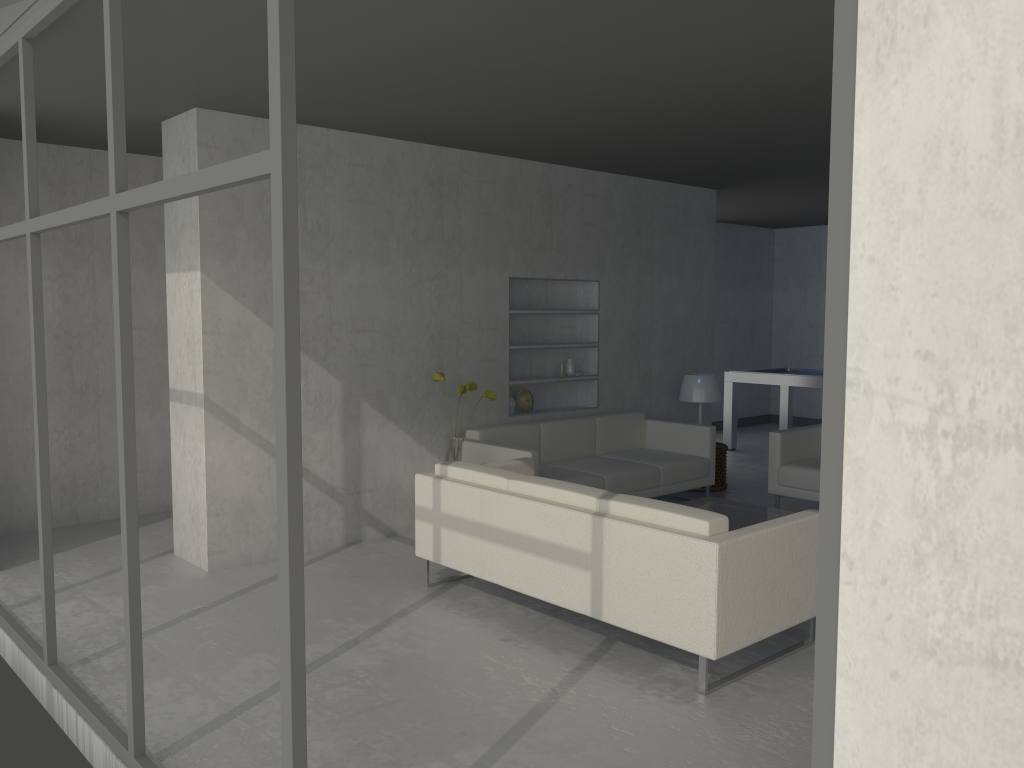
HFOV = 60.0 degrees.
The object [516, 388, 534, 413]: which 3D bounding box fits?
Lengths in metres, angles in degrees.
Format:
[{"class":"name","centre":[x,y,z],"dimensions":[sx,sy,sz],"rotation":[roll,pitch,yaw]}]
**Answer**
[{"class":"object","centre":[0.116,0.122,6.531],"dimensions":[0.088,0.179,0.163],"rotation":[4,6,38]}]

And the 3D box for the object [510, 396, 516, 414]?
[{"class":"object","centre":[-0.013,0.155,6.454],"dimensions":[0.086,0.128,0.086],"rotation":[-3,5,-31]}]

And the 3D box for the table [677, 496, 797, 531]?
[{"class":"table","centre":[1.320,0.896,5.477],"dimensions":[0.730,0.190,0.773],"rotation":[-4,6,-42]}]

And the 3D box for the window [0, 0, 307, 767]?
[{"class":"window","centre":[-1.825,-0.091,3.402],"dimensions":[0.037,2.477,4.080],"rotation":[-4,6,-42]}]

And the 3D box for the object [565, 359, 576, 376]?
[{"class":"object","centre":[0.451,-0.129,6.839],"dimensions":[0.079,0.130,0.079],"rotation":[-4,6,-44]}]

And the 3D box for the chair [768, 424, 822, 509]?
[{"class":"chair","centre":[2.344,0.601,6.235],"dimensions":[0.821,0.662,0.748],"rotation":[-4,6,-42]}]

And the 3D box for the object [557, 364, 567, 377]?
[{"class":"object","centre":[0.384,-0.106,6.788],"dimensions":[0.074,0.094,0.074],"rotation":[1,5,12]}]

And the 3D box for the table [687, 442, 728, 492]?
[{"class":"table","centre":[1.537,0.671,7.273],"dimensions":[0.452,0.358,0.452],"rotation":[2,5,23]}]

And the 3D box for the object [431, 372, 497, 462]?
[{"class":"object","centre":[-0.280,0.457,5.558],"dimensions":[0.400,1.051,0.387],"rotation":[-1,5,-14]}]

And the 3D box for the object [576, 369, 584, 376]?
[{"class":"object","centre":[0.522,-0.087,6.830],"dimensions":[0.064,0.050,0.064],"rotation":[-3,6,-36]}]

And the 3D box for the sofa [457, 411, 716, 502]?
[{"class":"sofa","centre":[0.552,0.597,6.253],"dimensions":[1.881,0.658,0.821],"rotation":[-4,6,-42]}]

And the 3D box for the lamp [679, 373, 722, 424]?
[{"class":"lamp","centre":[1.537,0.212,7.236],"dimensions":[0.347,0.582,0.347],"rotation":[2,5,17]}]

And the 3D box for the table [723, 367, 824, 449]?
[{"class":"table","centre":[3.342,0.286,8.850],"dimensions":[1.180,0.835,2.095],"rotation":[-4,6,-42]}]

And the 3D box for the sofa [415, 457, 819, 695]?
[{"class":"sofa","centre":[0.423,0.762,4.207],"dimensions":[0.821,0.658,1.881],"rotation":[-4,6,-42]}]
